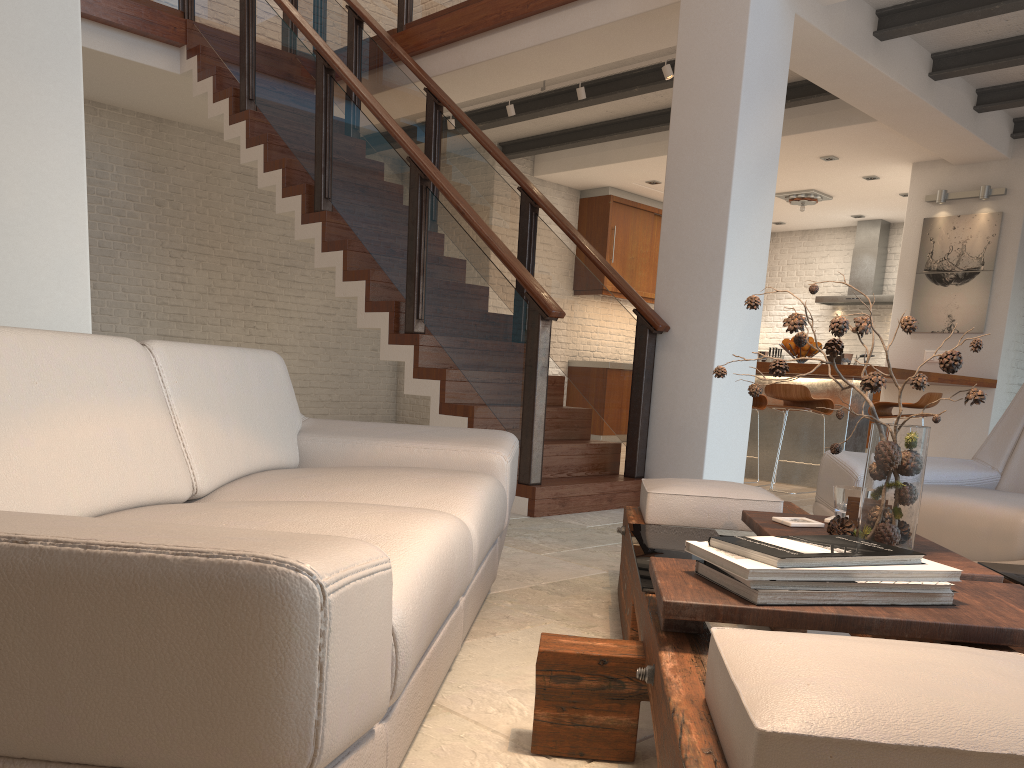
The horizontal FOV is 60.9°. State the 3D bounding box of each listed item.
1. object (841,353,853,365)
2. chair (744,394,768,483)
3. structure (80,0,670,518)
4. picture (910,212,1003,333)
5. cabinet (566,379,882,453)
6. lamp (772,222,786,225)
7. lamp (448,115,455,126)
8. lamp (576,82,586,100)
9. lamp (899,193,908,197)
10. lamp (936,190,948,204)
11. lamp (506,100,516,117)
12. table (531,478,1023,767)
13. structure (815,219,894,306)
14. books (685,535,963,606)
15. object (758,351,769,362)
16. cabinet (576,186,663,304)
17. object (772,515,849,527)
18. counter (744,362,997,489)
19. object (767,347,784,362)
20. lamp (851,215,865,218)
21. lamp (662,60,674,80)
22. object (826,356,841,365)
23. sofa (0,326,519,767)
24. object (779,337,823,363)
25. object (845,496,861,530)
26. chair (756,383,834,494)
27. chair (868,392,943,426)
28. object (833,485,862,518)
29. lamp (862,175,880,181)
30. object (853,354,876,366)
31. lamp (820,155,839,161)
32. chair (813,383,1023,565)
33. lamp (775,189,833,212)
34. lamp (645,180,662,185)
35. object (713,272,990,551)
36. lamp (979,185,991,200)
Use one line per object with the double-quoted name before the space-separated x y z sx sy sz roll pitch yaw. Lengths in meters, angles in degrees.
"object" 2.486 -0.182 6.485 0.091 0.086 0.089 0 6 -30
"chair" 1.668 0.368 6.763 0.419 0.793 0.397 -5 12 -44
"structure" 1.072 -1.374 5.536 13.798 4.232 10.001 2 3 -45
"picture" 3.922 -0.971 7.745 0.643 1.040 0.020 11 13 44
"cabinet" 3.184 -0.628 10.554 4.770 2.903 2.219 4 7 9
"lamp" 3.408 -2.070 11.127 0.123 0.056 0.122 1 3 -45
"lamp" -0.517 -2.227 7.452 0.059 0.132 0.084 6 8 15
"lamp" 0.512 -2.156 6.439 0.085 0.132 0.059 -4 11 -42
"lamp" 4.150 -2.004 9.148 0.123 0.056 0.122 1 3 -45
"lamp" 3.796 -1.653 7.701 0.080 0.107 0.078 1 8 -17
"lamp" -0.009 -2.192 6.954 0.085 0.132 0.059 -4 11 -42
"table" 1.057 0.559 1.852 1.967 0.438 2.167 3 1 6
"structure" 4.365 -1.495 10.745 0.454 1.016 0.969 -6 11 -45
"books" 0.536 0.319 1.512 0.401 0.076 0.245 3 2 -13
"object" 1.999 -0.215 6.950 0.090 0.086 0.090 8 7 42
"cabinet" 2.091 -1.542 11.006 3.328 1.191 0.452 2 8 -44
"object" 0.813 0.347 2.250 0.270 0.035 0.245 4 1 17
"counter" 2.721 0.346 7.391 2.486 0.940 1.660 1 4 -45
"object" 3.572 -0.310 11.906 0.316 0.384 0.066 10 12 44
"lamp" 4.134 -2.019 10.410 0.123 0.056 0.122 1 3 -45
"lamp" 1.054 -2.118 5.893 0.087 0.132 0.058 4 9 5
"object" 2.452 -0.172 6.626 0.094 0.084 0.112 3 4 0
"sofa" -0.647 0.290 2.091 1.142 0.771 2.288 4 2 6
"object" 2.267 -0.256 6.807 0.365 0.227 0.357 4 4 10
"object" 0.877 0.328 2.148 0.093 0.084 0.113 5 5 17
"chair" 2.045 0.394 6.390 0.419 0.793 0.397 -5 12 -44
"chair" 2.853 0.442 6.345 0.401 0.793 0.414 -5 12 -44
"object" 0.886 0.314 2.289 0.091 0.086 0.089 4 6 4
"lamp" 3.516 -2.034 8.527 0.123 0.056 0.122 1 3 -45
"object" 4.344 -0.229 10.701 0.263 0.282 0.256 1 7 -23
"lamp" 2.880 -2.065 7.906 0.123 0.056 0.122 1 3 -45
"chair" 1.736 0.300 2.914 0.972 1.040 1.004 0 7 -28
"lamp" 3.170 -1.966 9.495 0.448 0.174 0.443 1 3 -45
"lamp" 1.505 -2.161 9.266 0.123 0.056 0.122 1 3 -45
"object" 0.710 0.056 1.915 0.540 0.622 0.310 5 9 15
"lamp" 4.044 -1.636 7.455 0.080 0.107 0.078 1 8 -17
